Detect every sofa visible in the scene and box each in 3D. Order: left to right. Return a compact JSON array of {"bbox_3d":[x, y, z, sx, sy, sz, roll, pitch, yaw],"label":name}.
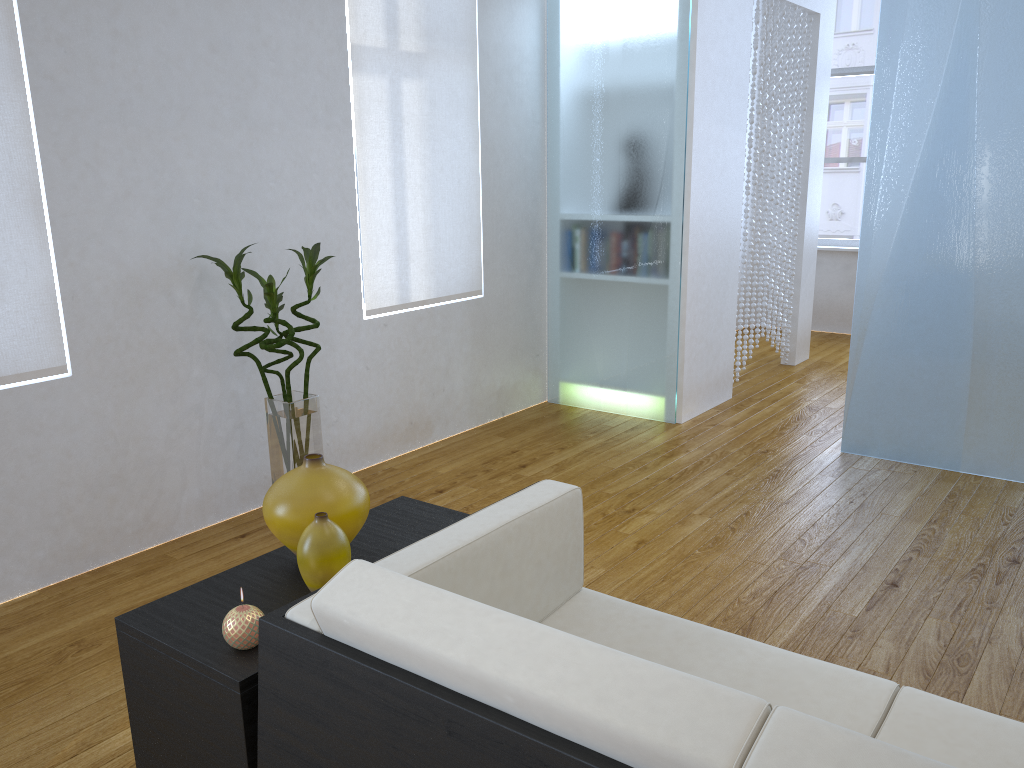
[{"bbox_3d":[1.115,0.510,1.556,5.323,0.684,9.673,9,17,36],"label":"sofa"}]

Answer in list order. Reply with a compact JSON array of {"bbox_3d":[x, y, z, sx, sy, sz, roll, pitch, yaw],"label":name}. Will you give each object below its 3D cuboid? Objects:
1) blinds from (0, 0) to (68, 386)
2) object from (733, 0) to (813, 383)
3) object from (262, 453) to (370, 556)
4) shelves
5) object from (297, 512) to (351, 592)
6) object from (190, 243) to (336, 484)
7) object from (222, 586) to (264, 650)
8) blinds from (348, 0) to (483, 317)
[{"bbox_3d":[-1.564,-0.985,2.069,0.007,2.128,0.757,10,19,35],"label":"blinds"},{"bbox_3d":[1.430,-1.016,4.890,0.051,2.032,0.918,10,19,35],"label":"object"},{"bbox_3d":[-0.384,0.245,1.749,0.207,0.217,0.205,-4,15,-11],"label":"object"},{"bbox_3d":[-0.336,0.579,1.792,0.348,0.455,0.726,10,18,36],"label":"shelves"},{"bbox_3d":[-0.339,0.309,1.598,0.095,0.162,0.095,-4,15,-11],"label":"object"},{"bbox_3d":[-0.812,0.023,2.995,0.380,0.988,0.480,2,15,9],"label":"object"},{"bbox_3d":[-0.437,0.377,1.444,0.071,0.105,0.071,-8,16,-25],"label":"object"},{"bbox_3d":[-0.382,-1.373,3.602,0.007,2.128,0.757,10,19,35],"label":"blinds"}]
